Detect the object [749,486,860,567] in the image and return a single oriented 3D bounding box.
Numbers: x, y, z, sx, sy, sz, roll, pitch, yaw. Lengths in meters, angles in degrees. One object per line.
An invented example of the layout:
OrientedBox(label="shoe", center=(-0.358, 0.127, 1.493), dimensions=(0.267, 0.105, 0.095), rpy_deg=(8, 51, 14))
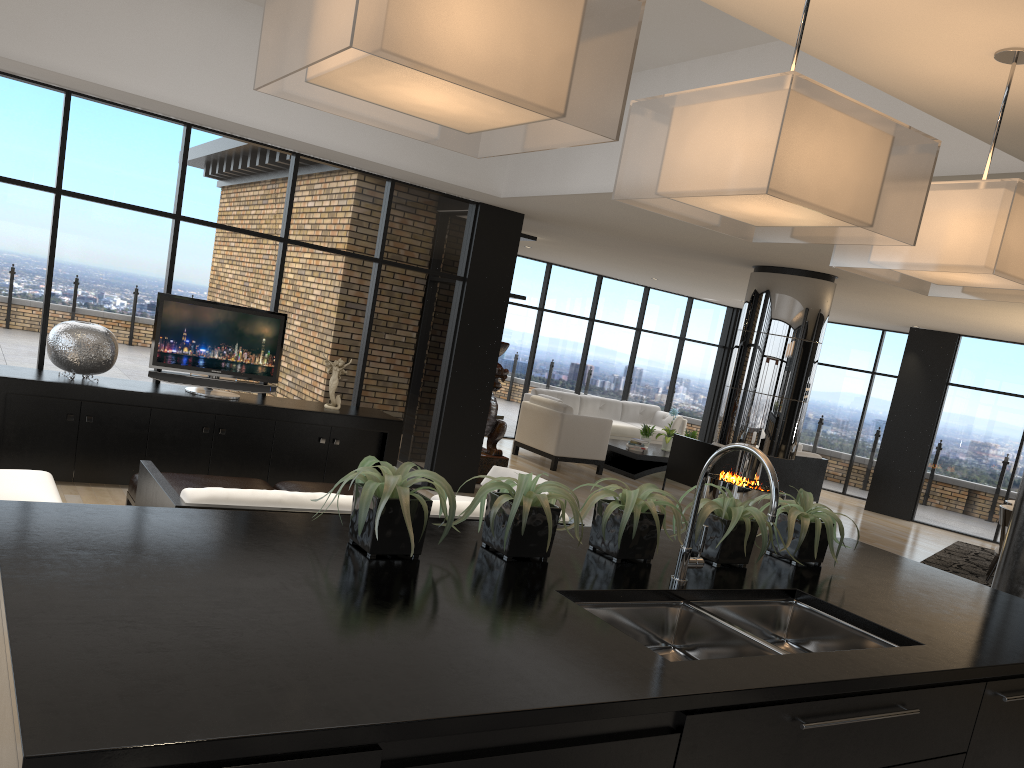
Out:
OrientedBox(label="object", center=(1.035, 0.493, 3.035), dimensions=(0.407, 0.242, 0.392), rpy_deg=(10, 5, -8))

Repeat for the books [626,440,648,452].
OrientedBox(label="books", center=(1.719, 0.849, 12.104), dimensions=(0.307, 0.128, 0.222), rpy_deg=(11, 5, 6))

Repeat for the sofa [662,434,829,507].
OrientedBox(label="sofa", center=(3.033, 1.150, 11.442), dimensions=(2.042, 0.813, 0.825), rpy_deg=(8, 7, -33))

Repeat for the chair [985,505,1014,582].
OrientedBox(label="chair", center=(5.289, 1.718, 9.150), dimensions=(0.610, 0.816, 0.641), rpy_deg=(14, 8, 28))

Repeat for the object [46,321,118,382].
OrientedBox(label="object", center=(-3.085, -0.237, 6.343), dimensions=(0.458, 0.412, 0.465), rpy_deg=(15, 8, 39))

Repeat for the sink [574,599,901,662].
OrientedBox(label="sink", center=(0.562, 0.693, 2.214), dimensions=(0.927, 0.161, 0.453), rpy_deg=(8, 5, -33))

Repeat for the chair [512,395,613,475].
OrientedBox(label="chair", center=(0.685, 0.660, 11.785), dimensions=(0.859, 0.866, 0.985), rpy_deg=(7, 7, -33))

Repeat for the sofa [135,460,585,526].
OrientedBox(label="sofa", center=(-0.751, 0.880, 4.413), dimensions=(2.042, 0.813, 0.825), rpy_deg=(8, 7, -33))

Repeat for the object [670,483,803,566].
OrientedBox(label="object", center=(0.679, 0.438, 2.833), dimensions=(0.398, 0.242, 0.401), rpy_deg=(10, 5, -8))

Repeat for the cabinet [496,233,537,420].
OrientedBox(label="cabinet", center=(-1.112, -0.605, 11.135), dimensions=(1.191, 2.774, 2.620), rpy_deg=(6, 8, -31))

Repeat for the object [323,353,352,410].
OrientedBox(label="object", center=(-1.463, -0.018, 7.325), dimensions=(0.258, 0.465, 0.103), rpy_deg=(6, 10, -32))

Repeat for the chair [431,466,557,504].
OrientedBox(label="chair", center=(-0.107, 0.962, 6.115), dimensions=(0.687, 0.683, 0.792), rpy_deg=(7, 7, -33))

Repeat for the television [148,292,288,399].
OrientedBox(label="television", center=(-2.262, -0.268, 6.825), dimensions=(0.936, 0.720, 0.402), rpy_deg=(9, 8, -15))

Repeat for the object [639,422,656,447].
OrientedBox(label="object", center=(1.910, 0.733, 12.564), dimensions=(0.282, 0.374, 0.214), rpy_deg=(13, 8, 20))

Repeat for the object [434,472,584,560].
OrientedBox(label="object", center=(-0.010, 0.335, 2.410), dimensions=(0.407, 0.242, 0.392), rpy_deg=(10, 5, -8))

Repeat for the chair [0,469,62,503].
OrientedBox(label="chair", center=(-2.649, 0.590, 4.422), dimensions=(0.687, 0.683, 0.792), rpy_deg=(7, 7, -33))

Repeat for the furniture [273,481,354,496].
OrientedBox(label="furniture", center=(-1.016, 0.922, 5.576), dimensions=(0.831, 0.489, 0.815), rpy_deg=(7, 6, -33))

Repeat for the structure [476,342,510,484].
OrientedBox(label="structure", center=(-0.338, 0.231, 9.556), dimensions=(0.519, 1.613, 0.719), rpy_deg=(5, 9, -33))

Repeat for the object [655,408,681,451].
OrientedBox(label="object", center=(2.306, 0.660, 12.748), dimensions=(0.357, 0.639, 0.364), rpy_deg=(9, 8, -13))

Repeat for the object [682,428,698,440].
OrientedBox(label="object", center=(2.623, 0.839, 13.013), dimensions=(0.281, 0.374, 0.215), rpy_deg=(15, 9, 35))

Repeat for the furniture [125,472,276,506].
OrientedBox(label="furniture", center=(-1.728, 0.817, 5.112), dimensions=(0.831, 0.489, 0.815), rpy_deg=(7, 6, -33))

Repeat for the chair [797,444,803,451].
OrientedBox(label="chair", center=(3.826, 1.123, 13.823), dimensions=(0.859, 0.866, 0.985), rpy_deg=(7, 7, -33))

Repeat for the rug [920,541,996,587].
OrientedBox(label="rug", center=(5.916, 2.229, 9.395), dimensions=(2.686, 0.011, 3.726), rpy_deg=(13, 4, 35))

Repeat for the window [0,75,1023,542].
OrientedBox(label="window", center=(1.266, -1.006, 7.782), dimensions=(9.988, 4.841, 15.942), rpy_deg=(15, 6, 44))

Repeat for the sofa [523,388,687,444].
OrientedBox(label="sofa", center=(1.470, 0.672, 13.956), dimensions=(2.708, 0.865, 0.841), rpy_deg=(8, 7, -33))

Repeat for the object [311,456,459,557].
OrientedBox(label="object", center=(-0.306, 0.307, 2.154), dimensions=(0.398, 0.219, 0.401), rpy_deg=(10, 5, -8))

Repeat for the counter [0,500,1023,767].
OrientedBox(label="counter", center=(0.419, 0.558, 2.373), dimensions=(3.130, 0.032, 1.162), rpy_deg=(8, 4, -33))

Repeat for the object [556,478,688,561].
OrientedBox(label="object", center=(0.302, 0.392, 2.619), dimensions=(0.407, 0.220, 0.392), rpy_deg=(10, 5, -8))

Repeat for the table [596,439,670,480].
OrientedBox(label="table", center=(2.151, 1.132, 12.788), dimensions=(2.042, 0.355, 1.245), rpy_deg=(8, 5, -33))

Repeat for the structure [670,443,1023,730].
OrientedBox(label="structure", center=(0.559, 0.673, 2.142), dimensions=(2.790, 1.031, 0.645), rpy_deg=(8, 8, -33))

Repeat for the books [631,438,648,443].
OrientedBox(label="books", center=(1.748, 0.778, 12.087), dimensions=(0.155, 0.027, 0.182), rpy_deg=(7, 5, -42))

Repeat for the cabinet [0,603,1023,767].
OrientedBox(label="cabinet", center=(0.321, 1.084, 2.456), dimensions=(3.130, 1.050, 1.161), rpy_deg=(8, 6, -33))

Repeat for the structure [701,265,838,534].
OrientedBox(label="structure", center=(2.594, 0.219, 9.106), dimensions=(0.588, 2.776, 0.879), rpy_deg=(2, 12, -45))

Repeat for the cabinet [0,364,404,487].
OrientedBox(label="cabinet", center=(-2.405, 0.444, 6.918), dimensions=(3.054, 0.749, 0.611), rpy_deg=(8, 7, -33))

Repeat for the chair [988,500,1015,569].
OrientedBox(label="chair", center=(5.762, 1.761, 9.874), dimensions=(0.644, 0.816, 0.607), rpy_deg=(4, 10, -45))
